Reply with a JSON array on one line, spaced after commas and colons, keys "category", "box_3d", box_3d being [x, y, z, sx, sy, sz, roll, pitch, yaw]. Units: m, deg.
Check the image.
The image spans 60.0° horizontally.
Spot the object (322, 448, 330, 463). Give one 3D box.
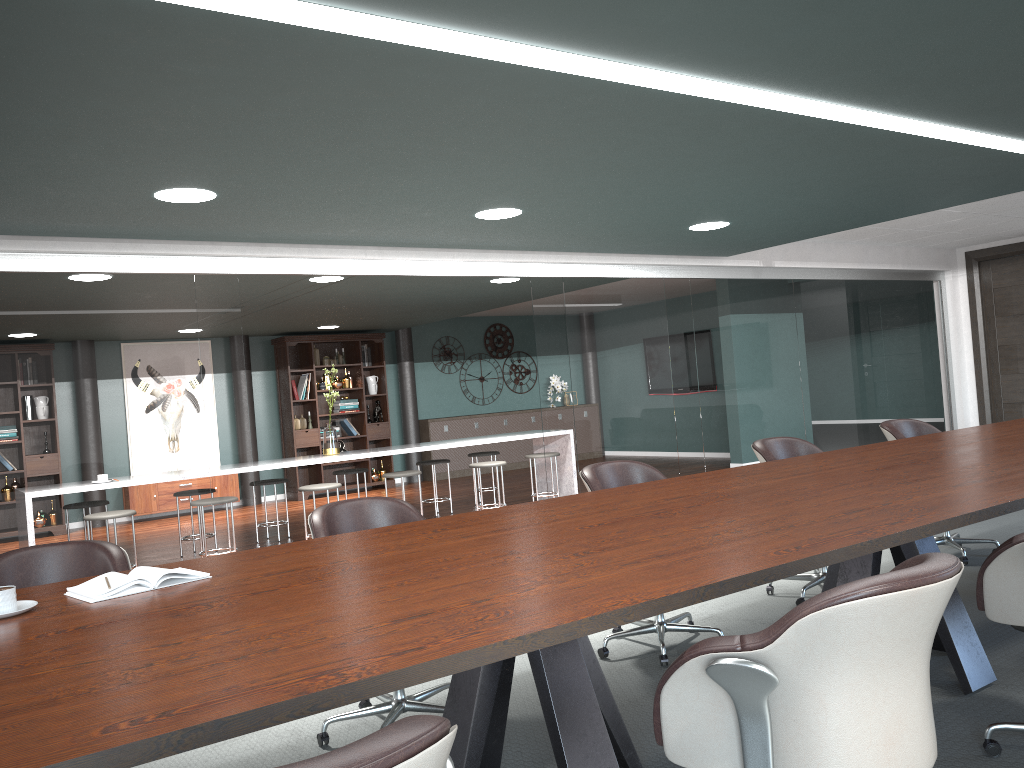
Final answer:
[{"category": "object", "box_3d": [-2.294, 0.860, 10.983, 0.224, 0.238, 0.159, -4, -1, -35]}]

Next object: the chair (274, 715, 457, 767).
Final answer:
[{"category": "chair", "box_3d": [-0.273, 0.752, 1.052, 0.523, 0.761, 0.533, -5, -1, 37]}]

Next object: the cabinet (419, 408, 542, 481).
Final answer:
[{"category": "cabinet", "box_3d": [-3.802, 1.088, 10.122, 12.287, 0.820, 0.402, -4, -1, -35]}]

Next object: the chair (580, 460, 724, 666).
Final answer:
[{"category": "chair", "box_3d": [0.564, 0.708, 3.689, 0.535, 0.761, 0.518, -4, -1, -29]}]

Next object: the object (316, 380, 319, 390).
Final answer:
[{"category": "object", "box_3d": [-2.449, 0.000, 11.034, 0.105, 0.172, 0.105, -4, -1, -39]}]

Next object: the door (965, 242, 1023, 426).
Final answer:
[{"category": "door", "box_3d": [5.033, -0.310, 8.609, 0.139, 2.130, 1.038, -4, -1, -35]}]

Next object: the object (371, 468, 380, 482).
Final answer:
[{"category": "object", "box_3d": [-1.750, 1.156, 11.299, 0.144, 0.175, 0.073, -4, -1, -33]}]

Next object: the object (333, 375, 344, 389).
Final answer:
[{"category": "object", "box_3d": [-2.174, -0.024, 11.082, 0.144, 0.175, 0.073, -4, -1, -33]}]

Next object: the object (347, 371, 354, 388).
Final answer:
[{"category": "object", "box_3d": [-2.075, -0.053, 11.324, 0.092, 0.222, 0.092, -5, 0, -1]}]

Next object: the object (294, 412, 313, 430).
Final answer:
[{"category": "object", "box_3d": [-2.598, 0.448, 10.874, 0.250, 0.221, 0.186, -4, -1, -37]}]

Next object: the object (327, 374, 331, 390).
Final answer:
[{"category": "object", "box_3d": [-2.277, -0.023, 11.006, 0.040, 0.191, 0.040, -4, -1, -26]}]

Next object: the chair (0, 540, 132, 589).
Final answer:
[{"category": "chair", "box_3d": [-1.249, 0.843, 2.427, 0.535, 0.761, 0.518, -4, -1, -14]}]

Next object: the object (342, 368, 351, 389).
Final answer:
[{"category": "object", "box_3d": [-2.092, -0.070, 11.199, 0.108, 0.256, 0.108, -5, 0, -1]}]

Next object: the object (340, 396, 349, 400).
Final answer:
[{"category": "object", "box_3d": [-2.128, 0.176, 11.228, 0.104, 0.052, 0.100, -4, -1, -31]}]

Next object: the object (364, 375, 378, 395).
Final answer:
[{"category": "object", "box_3d": [-1.853, 0.013, 11.461, 0.268, 0.262, 0.137, -5, 0, 5]}]

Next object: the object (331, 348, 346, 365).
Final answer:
[{"category": "object", "box_3d": [-2.215, -0.343, 11.193, 0.196, 0.221, 0.184, -4, -1, -35]}]

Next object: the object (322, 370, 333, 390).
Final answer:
[{"category": "object", "box_3d": [-2.315, -0.050, 11.109, 0.114, 0.251, 0.114, -5, -1, -9]}]

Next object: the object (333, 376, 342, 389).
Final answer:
[{"category": "object", "box_3d": [-2.210, -0.016, 11.206, 0.099, 0.169, 0.099, -5, -1, 29]}]

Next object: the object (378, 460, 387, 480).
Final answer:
[{"category": "object", "box_3d": [-1.668, 1.110, 11.416, 0.108, 0.256, 0.108, -5, 0, -1]}]

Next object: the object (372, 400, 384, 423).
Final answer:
[{"category": "object", "box_3d": [-1.753, 0.351, 11.452, 0.116, 0.286, 0.215, -4, -1, -39]}]

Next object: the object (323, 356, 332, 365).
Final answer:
[{"category": "object", "box_3d": [-2.320, -0.288, 11.104, 0.096, 0.126, 0.106, -5, -1, 16]}]

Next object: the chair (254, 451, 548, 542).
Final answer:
[{"category": "chair", "box_3d": [-1.445, 1.029, 7.394, 4.029, 0.512, 1.479, -4, -1, -35]}]

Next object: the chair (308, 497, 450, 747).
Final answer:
[{"category": "chair", "box_3d": [-0.420, 0.781, 3.004, 0.535, 0.761, 0.518, -4, -1, -29]}]

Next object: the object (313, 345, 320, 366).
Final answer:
[{"category": "object", "box_3d": [-2.453, -0.351, 11.050, 0.104, 0.273, 0.104, -5, 0, 1]}]

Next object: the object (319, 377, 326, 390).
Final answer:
[{"category": "object", "box_3d": [-2.349, -0.002, 10.990, 0.079, 0.161, 0.080, -5, -1, -9]}]

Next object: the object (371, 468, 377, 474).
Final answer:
[{"category": "object", "box_3d": [-1.786, 1.163, 11.422, 0.099, 0.169, 0.099, -5, -1, 29]}]

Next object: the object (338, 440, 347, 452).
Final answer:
[{"category": "object", "box_3d": [-2.182, 0.838, 11.204, 0.233, 0.268, 0.051, -4, -1, -35]}]

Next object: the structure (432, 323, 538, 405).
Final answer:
[{"category": "structure", "box_3d": [-0.360, -0.287, 12.825, 1.791, 1.178, 0.017, -4, -1, -35]}]

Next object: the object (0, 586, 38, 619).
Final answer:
[{"category": "object", "box_3d": [-1.114, 0.474, 1.928, 0.146, 0.056, 0.146, -5, -1, -10]}]

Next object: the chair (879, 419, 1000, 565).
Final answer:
[{"category": "chair", "box_3d": [2.355, 0.574, 4.936, 0.535, 0.761, 0.518, -4, -1, -29]}]

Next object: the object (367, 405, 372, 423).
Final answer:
[{"category": "object", "box_3d": [-1.838, 0.389, 11.373, 0.077, 0.228, 0.077, -5, -1, 38]}]

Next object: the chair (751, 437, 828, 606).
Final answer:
[{"category": "chair", "box_3d": [1.448, 0.641, 4.294, 0.523, 0.761, 0.533, -5, -1, 37]}]
